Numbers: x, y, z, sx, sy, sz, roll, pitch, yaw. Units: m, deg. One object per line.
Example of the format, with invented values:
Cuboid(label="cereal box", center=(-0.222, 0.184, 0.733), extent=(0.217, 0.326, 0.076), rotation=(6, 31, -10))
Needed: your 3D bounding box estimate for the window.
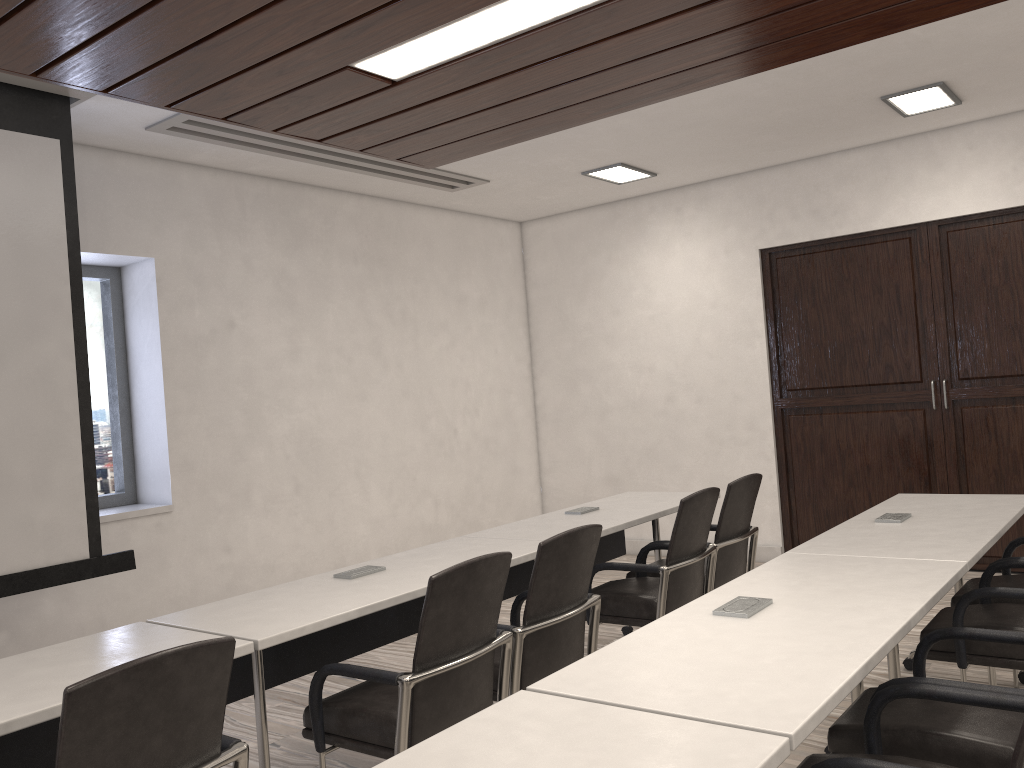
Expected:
Cuboid(label="window", center=(-4.458, 0.144, 2.587), extent=(0.118, 1.419, 6.968), rotation=(-5, -1, 37))

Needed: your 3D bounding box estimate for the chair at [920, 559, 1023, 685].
Cuboid(label="chair", center=(1.789, 0.836, 3.070), extent=(0.638, 0.939, 0.513), rotation=(-5, -1, 37))

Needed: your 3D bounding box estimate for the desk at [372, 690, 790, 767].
Cuboid(label="desk", center=(-0.181, 1.038, 1.093), extent=(0.577, 0.795, 1.509), rotation=(-5, -1, 37))

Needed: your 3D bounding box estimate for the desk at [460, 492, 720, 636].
Cuboid(label="desk", center=(0.480, 1.023, 4.413), extent=(0.577, 0.795, 1.509), rotation=(-5, -1, 37))

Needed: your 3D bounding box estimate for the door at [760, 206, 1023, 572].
Cuboid(label="door", center=(2.896, 0.071, 5.969), extent=(2.329, 2.323, 0.200), rotation=(-5, -1, 37))

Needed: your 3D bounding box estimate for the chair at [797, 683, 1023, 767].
Cuboid(label="chair", center=(0.876, 0.893, 1.868), extent=(0.638, 0.939, 0.513), rotation=(-5, -1, 37))

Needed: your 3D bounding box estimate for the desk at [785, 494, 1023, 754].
Cuboid(label="desk", center=(1.664, 0.923, 3.502), extent=(0.577, 0.795, 1.509), rotation=(-5, -1, 37))

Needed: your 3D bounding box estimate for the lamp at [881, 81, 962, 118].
Cuboid(label="lamp", center=(2.379, -1.698, 5.152), extent=(0.324, 0.120, 0.519), rotation=(-5, -1, 37))

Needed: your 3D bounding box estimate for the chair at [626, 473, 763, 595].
Cuboid(label="chair", center=(0.921, 0.917, 4.395), extent=(0.638, 0.939, 0.513), rotation=(-5, -1, 38))

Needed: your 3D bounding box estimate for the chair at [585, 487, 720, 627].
Cuboid(label="chair", center=(0.615, 0.936, 3.973), extent=(0.638, 0.939, 0.513), rotation=(-5, -1, 37))

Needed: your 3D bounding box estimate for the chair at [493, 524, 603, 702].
Cuboid(label="chair", center=(0.011, 0.974, 3.188), extent=(0.638, 0.939, 0.513), rotation=(-5, -1, 38))

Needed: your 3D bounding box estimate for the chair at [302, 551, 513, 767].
Cuboid(label="chair", center=(-0.311, 0.994, 2.774), extent=(0.638, 0.939, 0.513), rotation=(-5, -1, 37))

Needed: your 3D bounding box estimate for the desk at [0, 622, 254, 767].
Cuboid(label="desk", center=(-1.364, 1.138, 2.004), extent=(0.577, 0.795, 1.509), rotation=(-5, -1, 37))

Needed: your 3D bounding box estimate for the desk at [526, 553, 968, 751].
Cuboid(label="desk", center=(0.744, 0.980, 2.301), extent=(0.577, 0.795, 1.509), rotation=(-5, -1, 37))

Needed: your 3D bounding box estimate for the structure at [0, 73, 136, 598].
Cuboid(label="structure", center=(-2.966, -0.215, 2.823), extent=(0.438, 2.329, 3.550), rotation=(-5, -1, 37))

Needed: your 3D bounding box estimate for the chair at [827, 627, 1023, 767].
Cuboid(label="chair", center=(1.185, 0.874, 2.286), extent=(0.638, 0.939, 0.513), rotation=(-5, -1, 38))

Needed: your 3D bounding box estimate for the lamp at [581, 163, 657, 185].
Cuboid(label="lamp", center=(0.772, -1.562, 6.388), extent=(0.324, 0.120, 0.519), rotation=(-5, -1, 37))

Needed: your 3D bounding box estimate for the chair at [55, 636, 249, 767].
Cuboid(label="chair", center=(-0.923, 1.032, 1.989), extent=(0.638, 0.939, 0.513), rotation=(-5, -1, 37))

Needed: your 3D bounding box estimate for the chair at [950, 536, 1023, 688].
Cuboid(label="chair", center=(2.102, 0.817, 3.480), extent=(0.638, 0.939, 0.513), rotation=(-5, -1, 38))

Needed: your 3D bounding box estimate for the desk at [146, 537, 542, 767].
Cuboid(label="desk", center=(-0.440, 1.080, 3.212), extent=(0.577, 0.795, 1.509), rotation=(-5, -1, 37))
